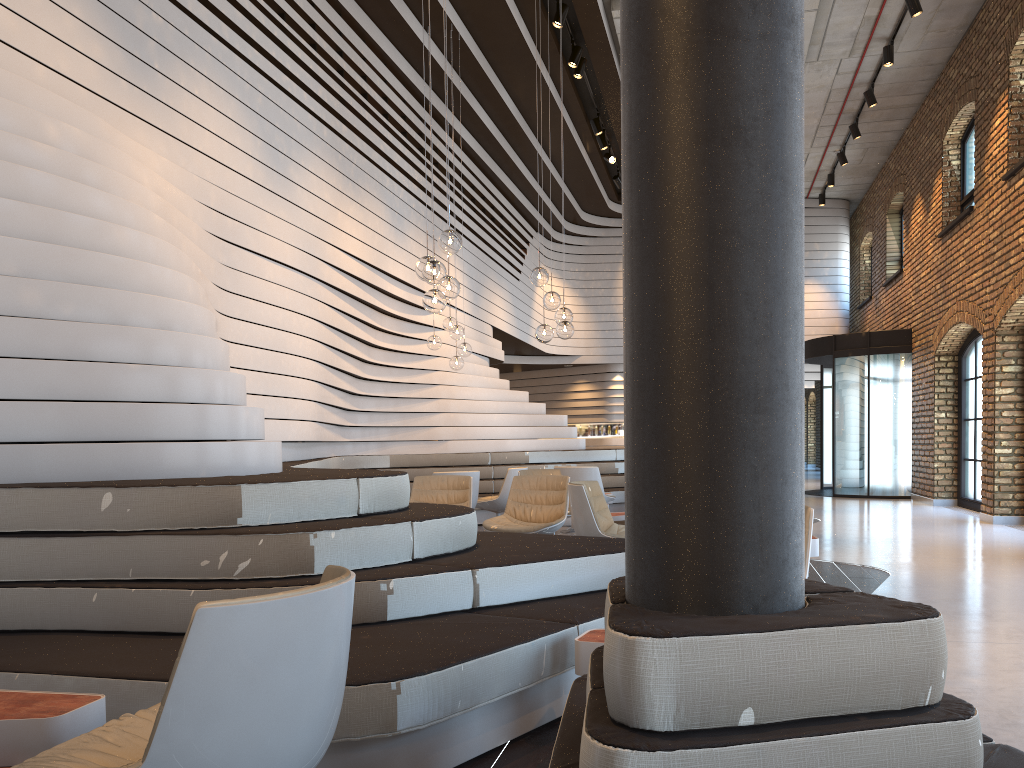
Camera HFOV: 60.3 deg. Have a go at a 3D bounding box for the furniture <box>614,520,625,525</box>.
[{"bbox_3d":[1.343,1.142,7.128,1.270,0.724,1.779,0,-3,-16],"label":"furniture"}]

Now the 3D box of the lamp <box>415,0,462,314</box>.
[{"bbox_3d":[-0.509,-2.830,5.996,0.294,4.690,0.541,-1,2,8],"label":"lamp"}]

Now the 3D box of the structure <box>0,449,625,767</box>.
[{"bbox_3d":[-1.055,1.035,6.498,5.784,0.929,18.176,-1,-4,9],"label":"structure"}]

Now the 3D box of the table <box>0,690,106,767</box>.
[{"bbox_3d":[-1.600,1.054,2.356,0.908,0.372,0.412,-1,-1,11],"label":"table"}]

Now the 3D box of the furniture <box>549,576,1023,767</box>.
[{"bbox_3d":[0.695,0.808,1.801,1.277,0.724,1.769,-1,-3,9],"label":"furniture"}]

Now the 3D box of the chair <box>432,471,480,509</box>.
[{"bbox_3d":[-0.672,1.281,9.156,0.652,0.769,0.714,-1,0,-33],"label":"chair"}]

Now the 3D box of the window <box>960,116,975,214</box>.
[{"bbox_3d":[6.159,-2.875,11.593,0.126,1.455,1.565,0,-1,13],"label":"window"}]

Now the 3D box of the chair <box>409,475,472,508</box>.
[{"bbox_3d":[-0.664,1.178,7.558,0.659,0.769,0.707,-1,0,20],"label":"chair"}]

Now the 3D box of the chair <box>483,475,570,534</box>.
[{"bbox_3d":[0.144,1.147,7.278,0.660,0.769,0.706,-1,0,33],"label":"chair"}]

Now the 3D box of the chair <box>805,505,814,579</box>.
[{"bbox_3d":[0.940,0.910,3.801,0.705,0.769,0.660,-1,0,-40],"label":"chair"}]

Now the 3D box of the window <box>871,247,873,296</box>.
[{"bbox_3d":[7.740,-2.450,18.549,0.126,1.455,1.565,0,-1,13],"label":"window"}]

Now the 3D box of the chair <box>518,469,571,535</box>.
[{"bbox_3d":[0.415,1.244,8.841,0.652,0.769,0.714,-1,0,-37],"label":"chair"}]

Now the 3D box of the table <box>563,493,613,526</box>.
[{"bbox_3d":[0.852,1.578,11.061,0.903,0.372,0.414,0,-1,-14],"label":"table"}]

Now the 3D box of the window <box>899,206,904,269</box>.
[{"bbox_3d":[7.080,-2.628,15.644,0.126,1.455,1.565,0,-1,13],"label":"window"}]

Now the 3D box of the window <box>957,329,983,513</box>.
[{"bbox_3d":[6.306,0.459,11.714,0.130,2.543,2.346,0,0,13],"label":"window"}]

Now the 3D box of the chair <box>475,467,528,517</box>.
[{"bbox_3d":[-0.171,1.331,10.046,0.712,0.769,0.654,-1,0,13],"label":"chair"}]

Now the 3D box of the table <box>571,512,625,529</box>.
[{"bbox_3d":[0.890,1.391,8.176,0.900,0.371,0.416,1,-2,-39],"label":"table"}]

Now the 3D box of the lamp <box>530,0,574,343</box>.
[{"bbox_3d":[0.324,-2.740,7.733,0.311,4.757,0.657,0,3,21],"label":"lamp"}]

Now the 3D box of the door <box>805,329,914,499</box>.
[{"bbox_3d":[6.926,0.621,15.945,3.216,2.861,3.237,-1,-1,20],"label":"door"}]

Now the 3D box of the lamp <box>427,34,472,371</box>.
[{"bbox_3d":[-0.694,-2.515,9.683,0.529,4.730,0.333,-2,3,-25],"label":"lamp"}]

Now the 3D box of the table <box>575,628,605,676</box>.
[{"bbox_3d":[0.705,1.064,3.072,0.909,0.372,0.411,-2,-1,21],"label":"table"}]

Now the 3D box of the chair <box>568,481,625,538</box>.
[{"bbox_3d":[0.751,1.067,6.186,0.713,0.769,0.653,-1,0,16],"label":"chair"}]

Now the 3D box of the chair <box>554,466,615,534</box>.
[{"bbox_3d":[0.823,1.325,10.189,0.660,0.769,0.706,-1,0,29],"label":"chair"}]

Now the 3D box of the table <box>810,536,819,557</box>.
[{"bbox_3d":[1.634,1.238,5.995,0.907,0.372,0.413,-1,-1,6],"label":"table"}]

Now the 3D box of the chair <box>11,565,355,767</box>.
[{"bbox_3d":[-0.712,0.820,2.019,0.713,0.769,0.653,-1,0,18],"label":"chair"}]
